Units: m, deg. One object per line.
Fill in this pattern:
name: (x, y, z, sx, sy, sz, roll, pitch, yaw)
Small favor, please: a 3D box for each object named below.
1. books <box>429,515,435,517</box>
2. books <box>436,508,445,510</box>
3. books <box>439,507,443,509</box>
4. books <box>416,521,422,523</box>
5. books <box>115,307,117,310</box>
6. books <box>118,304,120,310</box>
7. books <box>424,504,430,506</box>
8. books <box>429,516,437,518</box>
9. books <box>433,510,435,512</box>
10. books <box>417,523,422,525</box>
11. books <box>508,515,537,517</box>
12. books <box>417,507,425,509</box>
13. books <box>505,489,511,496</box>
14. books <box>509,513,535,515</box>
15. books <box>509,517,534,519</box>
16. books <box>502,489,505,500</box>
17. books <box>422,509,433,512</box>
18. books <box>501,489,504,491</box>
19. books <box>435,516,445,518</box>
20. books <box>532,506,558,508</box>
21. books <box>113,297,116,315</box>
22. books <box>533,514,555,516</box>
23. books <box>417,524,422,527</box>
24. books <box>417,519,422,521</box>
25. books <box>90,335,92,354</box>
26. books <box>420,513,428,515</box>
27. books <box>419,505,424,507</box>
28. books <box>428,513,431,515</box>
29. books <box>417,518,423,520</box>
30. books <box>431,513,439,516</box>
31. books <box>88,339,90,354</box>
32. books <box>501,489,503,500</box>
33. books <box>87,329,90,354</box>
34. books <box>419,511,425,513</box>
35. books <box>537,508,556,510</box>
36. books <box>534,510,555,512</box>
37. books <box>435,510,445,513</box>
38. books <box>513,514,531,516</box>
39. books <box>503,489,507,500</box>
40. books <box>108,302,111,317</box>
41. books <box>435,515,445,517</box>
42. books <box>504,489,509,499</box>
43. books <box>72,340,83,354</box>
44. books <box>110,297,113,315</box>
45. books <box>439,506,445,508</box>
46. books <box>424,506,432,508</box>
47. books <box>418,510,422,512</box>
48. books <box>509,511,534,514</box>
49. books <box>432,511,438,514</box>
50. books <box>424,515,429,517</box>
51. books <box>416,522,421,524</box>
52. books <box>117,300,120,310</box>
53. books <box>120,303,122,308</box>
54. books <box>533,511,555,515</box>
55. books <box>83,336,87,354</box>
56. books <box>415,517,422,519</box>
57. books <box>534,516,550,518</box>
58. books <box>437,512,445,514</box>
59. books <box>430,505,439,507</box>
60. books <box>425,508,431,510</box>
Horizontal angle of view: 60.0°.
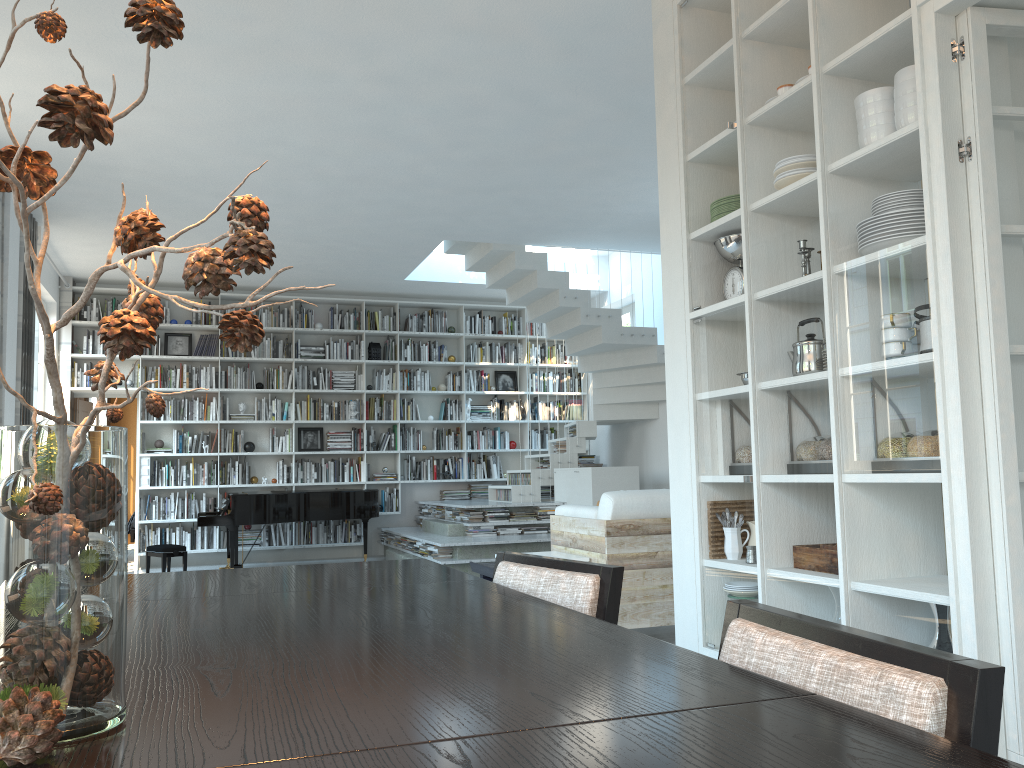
books: (-0.858, 1.548, 10.434, 0.190, 0.012, 0.235, 1, -6, -21)
books: (-0.762, 1.434, 10.172, 0.187, 0.009, 0.261, 1, -6, -20)
books: (-0.738, 1.424, 10.182, 0.128, 0.013, 0.296, 1, -6, -21)
books: (-1.082, 1.708, 11.011, 0.159, 0.012, 0.279, 1, -6, -20)
books: (-4.496, -0.763, 10.074, 0.024, 0.187, 0.159, 1, -6, -19)
books: (-4.465, -0.781, 10.093, 0.021, 0.226, 0.156, 1, -6, -19)
books: (-0.956, 1.460, 10.732, 0.171, 0.020, 0.193, 1, -6, -24)
books: (-0.854, 1.560, 10.434, 0.183, 0.012, 0.297, 1, -6, -20)
books: (-0.837, 1.495, 10.447, 0.150, 0.013, 0.215, 1, -6, -19)
books: (-1.074, 1.733, 11.011, 0.147, 0.014, 0.292, 1, -6, -19)
books: (0.102, 1.379, 9.267, 0.273, 0.014, 0.188, 1, -6, -24)
books: (-1.054, 1.533, 11.001, 0.171, 0.015, 0.253, 1, -6, -24)
books: (-0.015, 1.272, 10.162, 0.125, 0.125, 0.008, 1, -5, -19)
books: (0.095, 1.357, 9.285, 0.245, 0.013, 0.173, 1, -6, -20)
books: (0.097, 1.395, 9.280, 0.214, 0.015, 0.177, 1, -6, -18)
books: (-0.053, 1.284, 10.270, 0.125, 0.125, 0.007, 1, -5, -19)
books: (-0.961, 1.528, 10.724, 0.189, 0.030, 0.238, 1, -6, -22)
books: (-0.061, 1.286, 10.293, 0.125, 0.125, 0.008, 1, -5, -19)
books: (-0.764, 1.521, 10.163, 0.182, 0.011, 0.254, 0, -6, -15)
books: (0.381, 1.301, 9.376, 0.285, 0.013, 0.181, 1, -6, -24)
books: (-4.526, -0.825, 10.081, 0.029, 0.314, 0.129, 1, -6, -19)
books: (0.376, 1.382, 9.388, 0.268, 0.014, 0.160, 1, -6, -20)
books: (-1.083, 1.754, 11.006, 0.163, 0.019, 0.187, 1, -6, -20)
books: (-1.088, 1.686, 11.011, 0.159, 0.009, 0.210, 0, -6, -15)
books: (-4.716, -0.422, 9.956, 0.022, 0.228, 0.172, 1, -6, -19)
books: (-1.042, 1.605, 10.998, 0.163, 0.017, 0.233, 1, -6, -17)
books: (-1.044, 1.512, 11.006, 0.159, 0.011, 0.246, 1, -6, -22)
books: (-0.931, 1.571, 10.730, 0.131, 0.021, 0.240, 1, -6, -17)
books: (-1.086, 1.674, 11.013, 0.152, 0.015, 0.208, 0, -6, -14)
books: (-0.851, 1.531, 10.438, 0.164, 0.023, 0.242, 0, -6, -15)
books: (-4.746, -0.401, 9.971, 0.024, 0.192, 0.138, 1, -6, -19)
books: (-0.063, 1.287, 10.300, 0.125, 0.125, 0.007, 1, -5, -19)
books: (-4.760, -0.455, 9.959, 0.011, 0.296, 0.162, 1, -6, -19)
books: (-1.050, 1.588, 10.997, 0.175, 0.017, 0.265, 0, -6, -16)
books: (0.378, 1.321, 9.384, 0.192, 0.024, 0.167, 0, -6, -14)
books: (0.380, 1.338, 9.376, 0.261, 0.012, 0.180, 0, -6, -15)
books: (-0.758, 1.459, 10.171, 0.179, 0.017, 0.293, 1, -6, -18)
books: (0.094, 1.369, 9.289, 0.179, 0.010, 0.160, 1, -6, -17)
books: (-0.040, 1.280, 10.234, 0.125, 0.125, 0.008, 1, -5, -19)
books: (-4.568, -0.797, 10.068, 0.030, 0.257, 0.130, 1, -6, -19)
books: (-0.758, 1.509, 10.166, 0.178, 0.014, 0.247, 1, -6, -21)
books: (-0.027, 1.276, 10.197, 0.125, 0.125, 0.008, 1, -5, -19)
books: (-4.857, -0.395, 9.928, 0.121, 0.175, 0.129, 1, -6, -19)
books: (-4.543, -0.821, 10.064, 0.014, 0.304, 0.146, 1, -6, -19)
books: (-0.749, 1.403, 10.180, 0.139, 0.028, 0.262, 0, -6, -14)
books: (-0.947, 1.486, 10.733, 0.163, 0.018, 0.290, 1, -6, -20)
books: (-1.047, 1.574, 11.000, 0.179, 0.012, 0.262, 1, -6, -19)
books: (0.097, 1.344, 9.280, 0.203, 0.011, 0.173, 1, -6, -24)
books: (-0.840, 1.510, 10.444, 0.154, 0.018, 0.221, 1, -6, -20)
books: (-0.949, 1.589, 10.722, 0.173, 0.017, 0.233, 1, -6, -20)
books: (-1.085, 1.720, 11.009, 0.170, 0.012, 0.215, 1, -6, -19)
books: (-4.482, -0.805, 10.091, 0.013, 0.275, 0.158, 1, -6, -19)
books: (-4.439, -0.791, 10.090, 0.025, 0.243, 0.168, 1, -6, -19)
books: (0.378, 1.360, 9.382, 0.284, 0.030, 0.177, 1, -6, -18)
books: (-4.780, -0.416, 9.946, 0.034, 0.217, 0.166, 1, -6, -19)
books: (-1.092, 1.663, 11.012, 0.174, 0.009, 0.240, 1, -6, -17)
books: (0.375, 1.406, 9.391, 0.262, 0.016, 0.132, 1, -6, -24)
books: (-0.750, 1.476, 10.173, 0.159, 0.018, 0.203, 1, -6, -21)
books: (-0.855, 1.437, 10.446, 0.165, 0.015, 0.243, 1, -6, -24)
books: (-0.951, 1.510, 10.729, 0.171, 0.007, 0.206, 1, -6, -17)
